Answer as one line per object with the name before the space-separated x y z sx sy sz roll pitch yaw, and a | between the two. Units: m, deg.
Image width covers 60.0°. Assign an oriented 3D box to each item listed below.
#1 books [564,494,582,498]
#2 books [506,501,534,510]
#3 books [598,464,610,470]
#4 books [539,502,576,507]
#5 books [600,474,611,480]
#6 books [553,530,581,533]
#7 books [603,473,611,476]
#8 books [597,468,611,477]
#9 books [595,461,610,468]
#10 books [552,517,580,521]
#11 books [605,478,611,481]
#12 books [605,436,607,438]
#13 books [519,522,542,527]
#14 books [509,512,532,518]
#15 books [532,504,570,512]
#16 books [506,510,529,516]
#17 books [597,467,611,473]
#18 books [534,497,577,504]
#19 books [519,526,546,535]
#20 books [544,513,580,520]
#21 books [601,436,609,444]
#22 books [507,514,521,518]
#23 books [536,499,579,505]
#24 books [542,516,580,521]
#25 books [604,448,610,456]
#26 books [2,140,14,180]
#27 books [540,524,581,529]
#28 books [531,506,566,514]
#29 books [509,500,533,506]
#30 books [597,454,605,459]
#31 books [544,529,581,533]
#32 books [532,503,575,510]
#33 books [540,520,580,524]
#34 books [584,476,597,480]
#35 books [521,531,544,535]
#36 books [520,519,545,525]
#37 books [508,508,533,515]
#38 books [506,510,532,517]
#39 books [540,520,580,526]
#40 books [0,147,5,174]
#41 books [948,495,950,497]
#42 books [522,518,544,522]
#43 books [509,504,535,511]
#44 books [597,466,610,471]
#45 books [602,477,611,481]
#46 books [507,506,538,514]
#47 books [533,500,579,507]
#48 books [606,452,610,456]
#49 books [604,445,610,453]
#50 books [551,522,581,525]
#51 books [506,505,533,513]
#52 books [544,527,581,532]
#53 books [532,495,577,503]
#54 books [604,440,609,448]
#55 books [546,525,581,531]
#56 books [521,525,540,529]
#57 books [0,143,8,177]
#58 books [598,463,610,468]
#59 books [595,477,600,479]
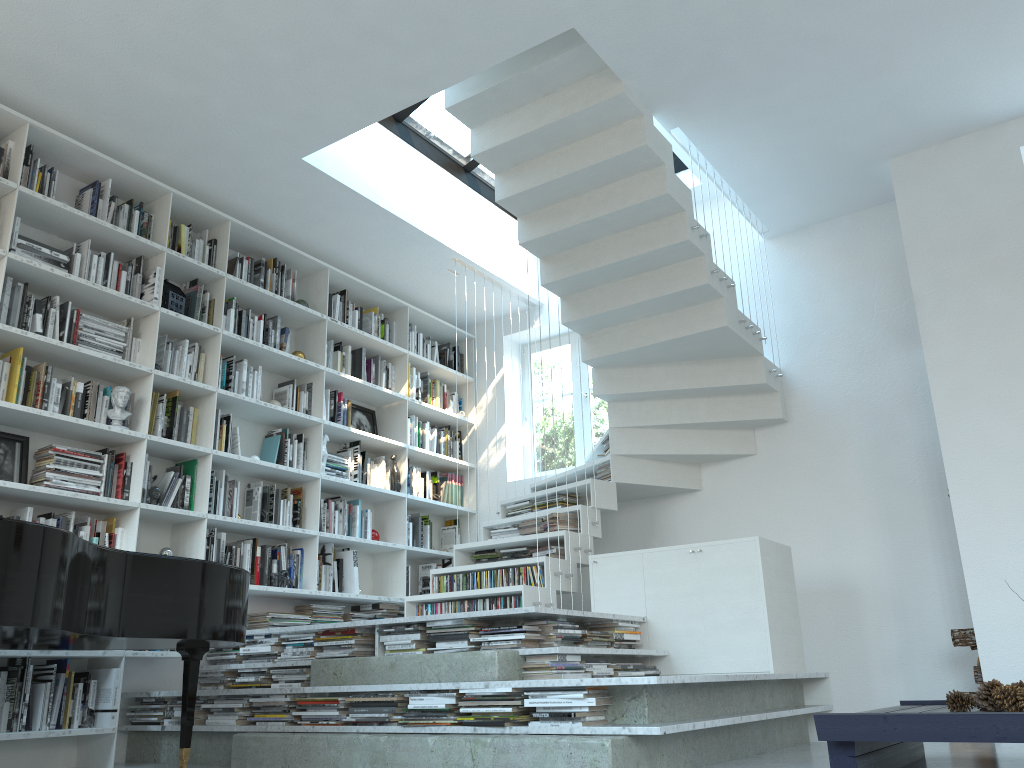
books | 0.307 0.769 5.909 0.298 0.007 0.134 -18 -25 40
books | 0.108 0.844 6.114 0.190 0.015 0.231 14 -24 -39
books | 0.715 0.568 5.899 0.262 0.016 0.132 10 -22 -31
books | 0.300 0.813 5.885 0.154 0.014 0.197 15 -25 -40
books | 0.727 0.619 5.864 0.238 0.018 0.174 8 -21 -28
books | 0.335 0.935 5.519 0.215 0.013 0.190 6 -20 -22
books | 0.722 0.610 5.876 0.208 0.008 0.144 11 -23 -34
books | 0.725 0.591 5.867 0.262 0.023 0.200 8 -21 -28
books | 0.719 0.547 5.898 0.300 0.007 0.159 9 -21 -29
books | 0.332 0.860 5.544 0.184 0.016 0.179 8 -21 -26
books | 0.728 0.645 5.856 0.241 0.008 0.168 8 -21 -27
books | 0.747 0.373 5.929 0.261 0.016 0.129 0 -19 -5
books | 0.175 0.916 5.727 0.219 0.012 0.156 13 -24 -37
books | 0.114 0.916 6.094 0.166 0.018 0.265 12 -23 -35
books | 0.287 0.831 5.865 0.191 0.014 0.244 15 -25 -40
books | 0.111 0.894 6.100 0.171 0.006 0.269 16 -26 -42
books | 0.723 0.581 5.882 0.291 0.006 0.149 8 -21 -26
books | 0.294 0.784 5.890 0.240 0.009 0.174 -18 -25 40
books | 0.186 0.947 5.709 0.222 0.035 0.178 -16 -23 36
books | 0.334 0.834 5.546 0.234 0.025 0.158 5 -20 -18
books | 0.751 0.376 5.893 0.283 0.012 0.176 2 -19 -11
books | 0.119 0.907 6.103 0.152 0.005 0.293 16 -25 -41
books | 0.302 0.795 5.894 0.257 0.011 0.145 -17 -24 38
books | 0.338 0.846 5.534 0.254 0.005 0.161 6 -20 -22
books | 0.752 0.454 5.877 0.250 0.017 0.181 0 -19 -6
books | -2.618 -1.086 4.524 0.176 0.287 0.026 -14 -21 32
books | 0.340 0.890 5.518 0.295 0.006 0.147 6 -20 -21
books | 0.288 0.844 5.861 0.182 0.013 0.288 14 -24 -39
books | 0.115 0.832 6.125 0.166 0.014 0.236 13 -23 -37
books | 0.707 0.524 6.141 0.226 0.012 0.285 -4 -19 6
books | 0.330 0.929 5.531 0.254 0.007 0.189 8 -21 -27
books | 0.292 0.822 5.874 0.261 0.009 0.187 -19 -25 41
books | 0.339 0.866 5.525 0.295 0.007 0.146 6 -20 -21
books | 0.614 0.657 6.088 0.182 0.016 0.199 11 -22 -33
books | 0.183 0.967 5.705 0.182 0.005 0.189 -14 -22 32
books | 0.173 0.902 5.732 0.190 0.017 0.167 -15 -23 34
books | 0.111 0.886 6.103 0.172 0.011 0.232 16 -26 -42
books | 0.113 0.900 6.099 0.185 0.006 0.263 14 -24 -39
books | 0.339 0.873 5.523 0.295 0.007 0.146 7 -20 -24
books | -2.637 -1.067 4.481 0.172 0.224 0.026 -14 -22 32
books | 2.466 0.581 4.709 0.264 0.005 0.115 -13 -22 31
books | 0.169 0.891 5.739 0.155 0.009 0.155 -14 -22 32
books | 0.128 0.864 6.126 0.136 0.017 0.298 13 -24 -38
books | 0.722 0.575 5.886 0.285 0.007 0.160 9 -21 -28
books | 0.728 0.634 5.858 0.223 0.015 0.180 10 -22 -30
books | 0.113 0.877 6.107 0.162 0.008 0.290 12 -23 -35
books | 0.292 0.801 5.881 0.254 0.007 0.177 -18 -24 39
books | 0.751 0.474 5.887 0.247 0.015 0.142 1 -19 -8
books | 0.752 0.432 5.882 0.256 0.010 0.164 2 -19 -11
books | 0.334 0.887 5.534 0.232 0.011 0.172 5 -20 -19
books | 0.113 0.871 6.109 0.168 0.005 0.292 12 -23 -36
books | 0.335 0.916 5.523 0.222 0.011 0.180 7 -20 -23
books | 0.288 0.772 5.887 0.191 0.013 0.244 16 -26 -42
books | 0.748 0.400 5.919 0.250 0.017 0.136 0 -19 -6
books | 0.340 0.900 5.515 0.215 0.014 0.138 8 -21 -27
books | 0.160 0.931 5.735 0.159 0.012 0.129 14 -24 -39
books | -2.633 -1.080 4.507 0.171 0.266 0.014 -14 -21 32
books | 0.726 0.550 5.885 0.266 0.008 0.164 11 -23 -34
books | 0.616 0.668 6.085 0.192 0.006 0.299 9 -21 -29
